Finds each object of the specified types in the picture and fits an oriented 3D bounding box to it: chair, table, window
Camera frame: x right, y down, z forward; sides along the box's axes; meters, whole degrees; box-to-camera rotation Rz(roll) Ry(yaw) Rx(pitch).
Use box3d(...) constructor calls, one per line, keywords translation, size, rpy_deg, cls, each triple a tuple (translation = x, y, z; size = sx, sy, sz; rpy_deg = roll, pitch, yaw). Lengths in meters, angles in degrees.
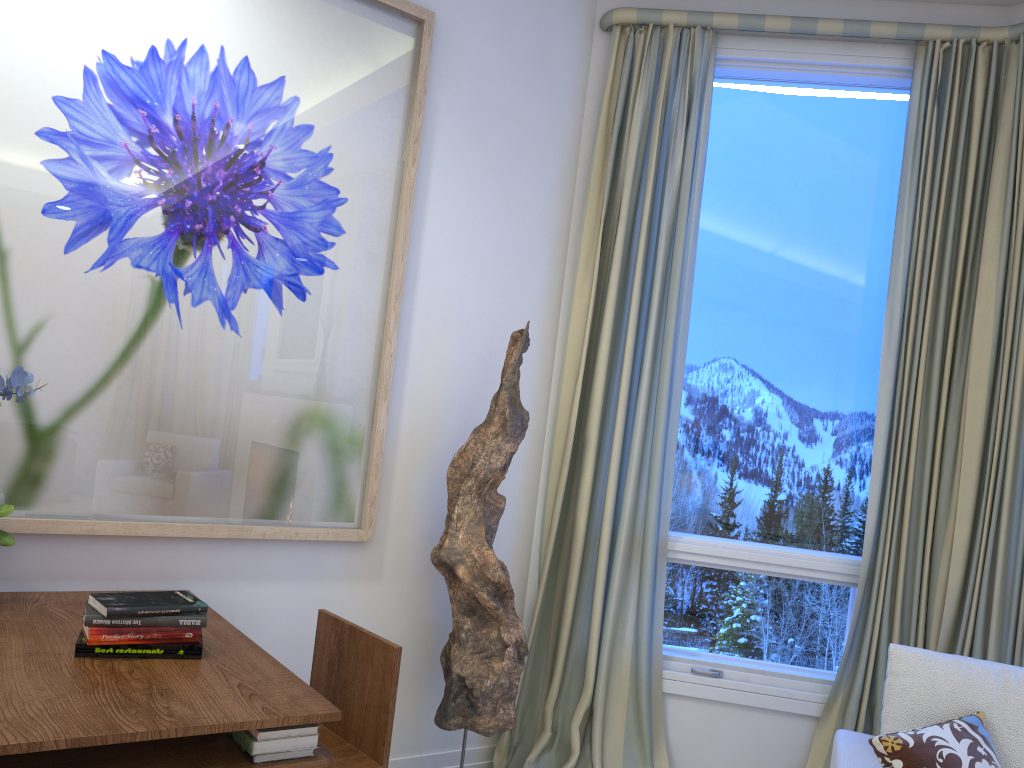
box3d(translation=(1.051, 0.956, 1.742), size=(0.805, 0.706, 0.689), rpy_deg=(6, -1, 20), cls="chair")
box3d(translation=(-0.870, 0.771, 1.596), size=(0.742, 0.600, 0.898), rpy_deg=(8, -2, -35), cls="table")
box3d(translation=(2.492, 0.056, 0.323), size=(0.816, 2.025, 6.828), rpy_deg=(7, -2, -35), cls="window")
box3d(translation=(-0.502, 0.824, 1.868), size=(0.341, 0.610, 0.339), rpy_deg=(7, -1, -40), cls="chair")

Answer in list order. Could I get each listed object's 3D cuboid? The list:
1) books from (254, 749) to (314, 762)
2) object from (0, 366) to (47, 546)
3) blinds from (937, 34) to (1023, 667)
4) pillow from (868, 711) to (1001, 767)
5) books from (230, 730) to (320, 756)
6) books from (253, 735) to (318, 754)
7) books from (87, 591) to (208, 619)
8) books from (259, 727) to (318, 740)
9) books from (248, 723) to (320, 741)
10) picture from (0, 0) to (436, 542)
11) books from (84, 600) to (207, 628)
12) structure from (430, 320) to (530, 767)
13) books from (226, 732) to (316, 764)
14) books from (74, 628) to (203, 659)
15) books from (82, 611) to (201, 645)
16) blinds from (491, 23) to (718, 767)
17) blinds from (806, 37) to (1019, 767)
box3d(translation=(-0.402, 0.589, 1.466), size=(0.101, 0.012, 0.139), rpy_deg=(9, -3, -35), cls="books")
box3d(translation=(-1.128, 0.192, 1.754), size=(0.306, 0.504, 0.215), rpy_deg=(7, 0, -35), cls="object")
box3d(translation=(1.323, 0.183, 2.384), size=(0.267, 2.368, 0.523), rpy_deg=(7, 0, -42), cls="blinds")
box3d(translation=(0.883, 0.809, 1.784), size=(0.285, 0.272, 0.187), rpy_deg=(7, -1, -26), cls="pillow")
box3d(translation=(-0.403, 0.571, 1.470), size=(0.112, 0.022, 0.153), rpy_deg=(9, -3, -35), cls="books")
box3d(translation=(-0.403, 0.571, 1.470), size=(0.109, 0.020, 0.150), rpy_deg=(9, -3, -35), cls="books")
box3d(translation=(-0.680, 0.410, 1.654), size=(0.181, 0.018, 0.125), rpy_deg=(9, -3, -40), cls="books")
box3d(translation=(-0.396, 0.554, 1.467), size=(0.100, 0.012, 0.139), rpy_deg=(9, -3, -35), cls="books")
box3d(translation=(-0.395, 0.554, 1.467), size=(0.103, 0.013, 0.142), rpy_deg=(9, -3, -35), cls="books")
box3d(translation=(-0.984, -0.397, 1.956), size=(1.686, 1.460, 0.030), rpy_deg=(8, 0, -35), cls="picture")
box3d(translation=(-0.684, 0.429, 1.655), size=(0.206, 0.020, 0.124), rpy_deg=(8, -3, -25), cls="books")
box3d(translation=(-0.078, 0.510, 2.453), size=(0.306, 1.394, 0.263), rpy_deg=(7, 0, -35), cls="structure")
box3d(translation=(-0.401, 0.589, 1.466), size=(0.103, 0.013, 0.142), rpy_deg=(9, -3, -35), cls="books")
box3d(translation=(-0.695, 0.480, 1.662), size=(0.213, 0.027, 0.154), rpy_deg=(8, -3, -20), cls="books")
box3d(translation=(-0.692, 0.453, 1.652), size=(0.190, 0.031, 0.131), rpy_deg=(8, -3, -30), cls="books")
box3d(translation=(0.301, 0.067, 2.616), size=(0.642, 2.375, 0.295), rpy_deg=(7, 0, 6), cls="blinds")
box3d(translation=(1.178, 0.170, 2.510), size=(0.524, 2.371, 0.270), rpy_deg=(7, 0, 8), cls="blinds")
